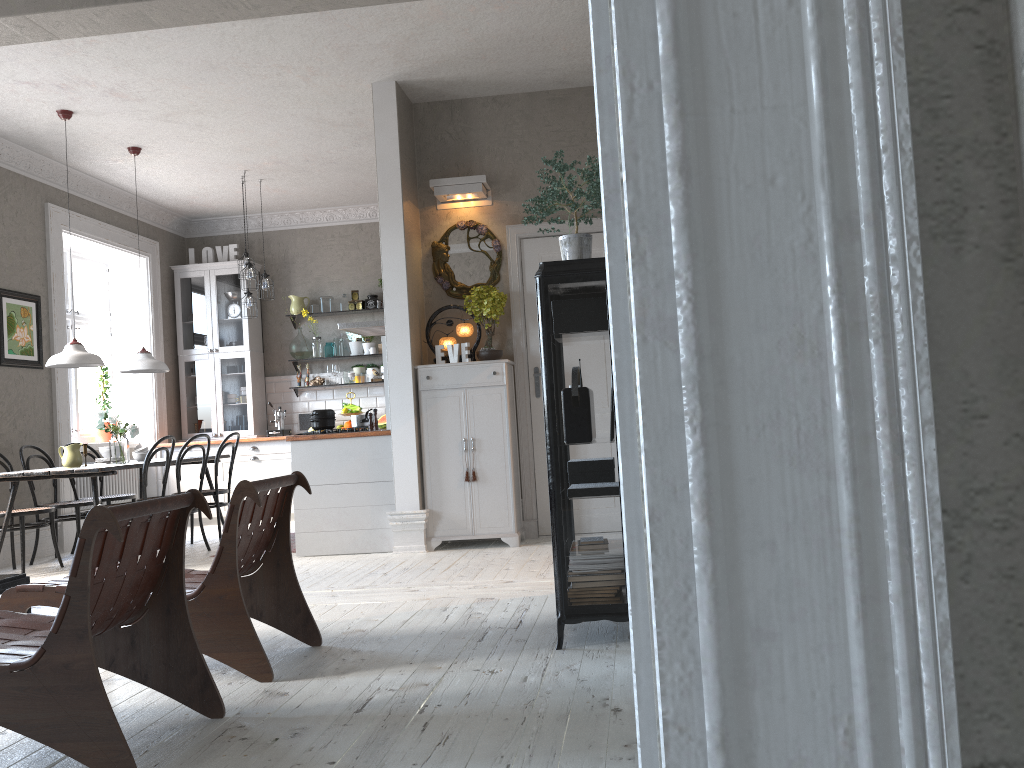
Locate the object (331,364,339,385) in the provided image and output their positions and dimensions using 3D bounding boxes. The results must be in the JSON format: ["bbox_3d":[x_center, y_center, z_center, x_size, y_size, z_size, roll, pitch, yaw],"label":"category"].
[{"bbox_3d":[-1.910,-0.102,9.551,0.082,0.217,0.081,-3,-2,-7],"label":"object"}]

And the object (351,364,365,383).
[{"bbox_3d":[-1.673,-0.115,9.645,0.158,0.217,0.154,-3,-2,-14],"label":"object"}]

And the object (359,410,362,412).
[{"bbox_3d":[-1.613,0.300,9.404,0.052,0.050,0.050,-4,-2,16],"label":"object"}]

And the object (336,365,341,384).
[{"bbox_3d":[-1.900,-0.099,9.640,0.082,0.217,0.081,-3,-2,-7],"label":"object"}]

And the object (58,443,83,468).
[{"bbox_3d":[-3.186,0.519,6.401,0.152,0.170,0.133,-2,-3,-32],"label":"object"}]

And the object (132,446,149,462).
[{"bbox_3d":[-2.971,0.560,7.085,0.123,0.119,0.129,-5,-2,22],"label":"object"}]

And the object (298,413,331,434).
[{"bbox_3d":[-2.103,0.423,9.475,0.350,0.226,0.088,-4,-2,6],"label":"object"}]

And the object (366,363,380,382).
[{"bbox_3d":[-1.517,-0.120,9.639,0.170,0.214,0.150,-5,-3,36],"label":"object"}]

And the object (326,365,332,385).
[{"bbox_3d":[-1.985,-0.093,9.653,0.082,0.217,0.081,-3,-2,-7],"label":"object"}]

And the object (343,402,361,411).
[{"bbox_3d":[-1.696,0.239,9.378,0.209,0.101,0.067,-4,-2,12],"label":"object"}]

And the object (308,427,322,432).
[{"bbox_3d":[-2.031,0.481,9.262,0.196,0.083,0.190,-4,-2,7],"label":"object"}]

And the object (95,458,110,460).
[{"bbox_3d":[-3.190,0.601,7.062,0.233,0.027,0.242,-5,-3,29],"label":"object"}]

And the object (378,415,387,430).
[{"bbox_3d":[-1.300,0.388,9.189,0.231,0.174,0.221,-5,-3,28],"label":"object"}]

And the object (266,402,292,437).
[{"bbox_3d":[-2.505,0.374,9.428,0.205,0.370,0.355,-4,-2,7],"label":"object"}]

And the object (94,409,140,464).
[{"bbox_3d":[-2.928,0.388,6.586,0.311,0.414,0.252,-4,-2,5],"label":"object"}]

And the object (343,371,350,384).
[{"bbox_3d":[-1.785,-0.071,9.571,0.080,0.139,0.077,-3,-2,-21],"label":"object"}]

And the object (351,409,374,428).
[{"bbox_3d":[-1.090,0.259,6.708,0.297,0.134,0.178,-6,-3,41],"label":"object"}]

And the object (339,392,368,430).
[{"bbox_3d":[-1.703,0.297,9.404,0.354,0.425,0.349,-3,-2,-8],"label":"object"}]

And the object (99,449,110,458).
[{"bbox_3d":[-3.193,0.565,7.063,0.180,0.094,0.179,-3,-2,-2],"label":"object"}]

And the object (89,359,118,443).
[{"bbox_3d":[-4.001,0.164,8.670,0.255,0.813,0.265,-5,-3,34],"label":"object"}]

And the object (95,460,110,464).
[{"bbox_3d":[-3.189,0.619,7.062,0.233,0.027,0.241,-5,-3,24],"label":"object"}]

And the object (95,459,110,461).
[{"bbox_3d":[-3.190,0.610,7.062,0.241,0.027,0.233,-2,-3,-26],"label":"object"}]

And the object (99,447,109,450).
[{"bbox_3d":[-3.194,0.545,7.064,0.180,0.094,0.179,-3,-2,-2],"label":"object"}]

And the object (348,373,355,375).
[{"bbox_3d":[-1.724,-0.093,9.522,0.078,0.051,0.077,-3,-2,-8],"label":"object"}]

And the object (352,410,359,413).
[{"bbox_3d":[-1.657,0.304,9.378,0.076,0.062,0.099,-3,-2,-20],"label":"object"}]

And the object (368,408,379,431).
[{"bbox_3d":[-1.001,0.254,6.385,0.072,0.166,0.036,-4,-2,6],"label":"object"}]

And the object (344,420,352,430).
[{"bbox_3d":[-1.700,0.430,9.273,0.115,0.110,0.109,-2,-3,-26],"label":"object"}]

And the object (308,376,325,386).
[{"bbox_3d":[-2.122,-0.031,9.624,0.179,0.111,0.095,-3,-2,-16],"label":"object"}]

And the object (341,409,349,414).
[{"bbox_3d":[-1.765,0.304,9.414,0.096,0.078,0.100,-3,-2,-6],"label":"object"}]

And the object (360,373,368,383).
[{"bbox_3d":[-1.601,-0.067,9.564,0.078,0.108,0.078,-4,-2,0],"label":"object"}]

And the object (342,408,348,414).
[{"bbox_3d":[-1.762,0.285,9.339,0.058,0.069,0.080,-5,-3,26],"label":"object"}]

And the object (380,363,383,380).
[{"bbox_3d":[-1.352,-0.130,9.631,0.158,0.213,0.153,-4,-2,4],"label":"object"}]

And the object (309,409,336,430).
[{"bbox_3d":[-1.388,0.262,6.506,0.192,0.147,0.191,-3,-2,-14],"label":"object"}]

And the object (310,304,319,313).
[{"bbox_3d":[-2.155,-0.810,9.684,0.103,0.111,0.104,-4,-2,6],"label":"object"}]

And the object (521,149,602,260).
[{"bbox_3d":[0.258,-0.719,3.660,0.408,0.506,0.404,-4,-2,23],"label":"object"}]

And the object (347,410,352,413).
[{"bbox_3d":[-1.717,0.305,9.349,0.063,0.061,0.067,-4,-2,7],"label":"object"}]

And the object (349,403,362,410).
[{"bbox_3d":[-1.658,0.250,9.443,0.178,0.096,0.089,-5,-3,26],"label":"object"}]

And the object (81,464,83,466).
[{"bbox_3d":[-3.397,0.580,6.854,0.140,0.112,0.138,-3,-2,-11],"label":"object"}]

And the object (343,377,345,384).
[{"bbox_3d":[-1.803,-0.039,9.648,0.076,0.083,0.079,-5,-2,24],"label":"object"}]

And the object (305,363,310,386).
[{"bbox_3d":[-2.225,-0.098,9.661,0.052,0.264,0.063,-6,-3,43],"label":"object"}]

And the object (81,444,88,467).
[{"bbox_3d":[-3.120,0.520,6.478,0.058,0.167,0.060,-4,-2,20],"label":"object"}]

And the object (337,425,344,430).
[{"bbox_3d":[-1.801,0.466,9.427,0.075,0.072,0.155,-5,-3,36],"label":"object"}]

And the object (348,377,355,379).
[{"bbox_3d":[-1.722,-0.050,9.520,0.077,0.051,0.077,-4,-2,-1],"label":"object"}]

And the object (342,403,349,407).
[{"bbox_3d":[-1.762,0.223,9.390,0.073,0.058,0.050,-3,-2,-17],"label":"object"}]

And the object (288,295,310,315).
[{"bbox_3d":[-2.324,-0.854,9.644,0.188,0.216,0.175,-4,-2,20],"label":"object"}]

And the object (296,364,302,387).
[{"bbox_3d":[-2.327,-0.091,9.686,0.054,0.264,0.060,-3,-2,-22],"label":"object"}]

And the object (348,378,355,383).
[{"bbox_3d":[-1.721,-0.033,9.520,0.077,0.051,0.077,-4,-2,-1],"label":"object"}]

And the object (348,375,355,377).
[{"bbox_3d":[-1.723,-0.067,9.521,0.076,0.051,0.078,-5,-3,25],"label":"object"}]

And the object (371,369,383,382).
[{"bbox_3d":[-1.454,-0.094,9.543,0.120,0.147,0.099,-2,-2,-26],"label":"object"}]
